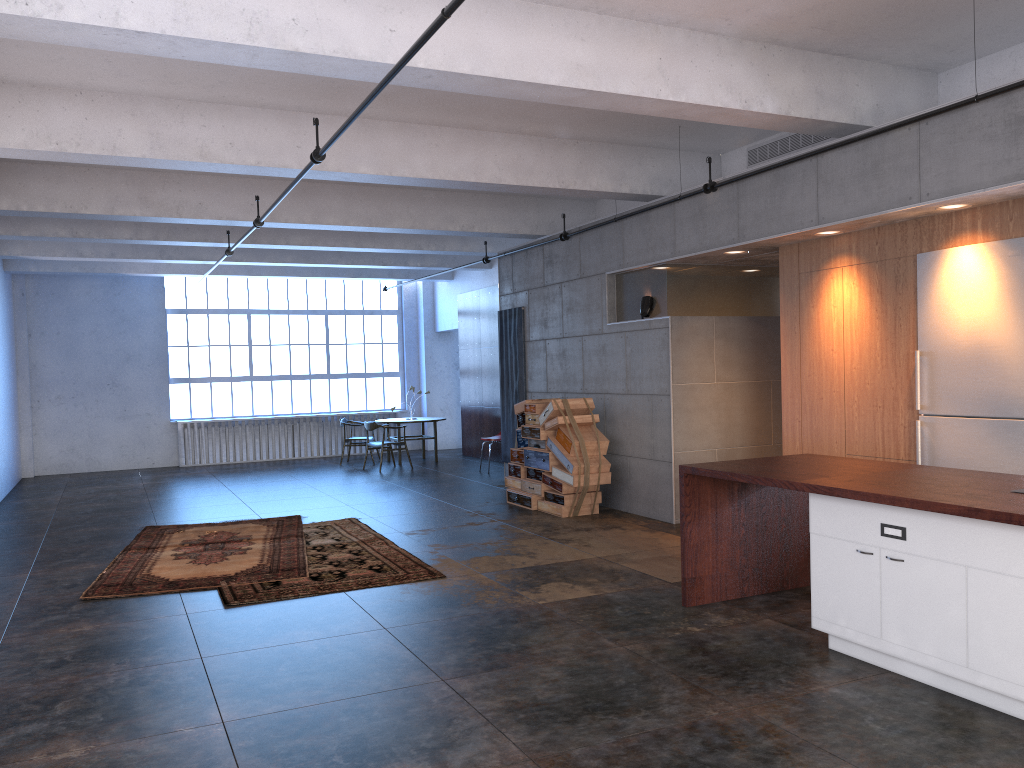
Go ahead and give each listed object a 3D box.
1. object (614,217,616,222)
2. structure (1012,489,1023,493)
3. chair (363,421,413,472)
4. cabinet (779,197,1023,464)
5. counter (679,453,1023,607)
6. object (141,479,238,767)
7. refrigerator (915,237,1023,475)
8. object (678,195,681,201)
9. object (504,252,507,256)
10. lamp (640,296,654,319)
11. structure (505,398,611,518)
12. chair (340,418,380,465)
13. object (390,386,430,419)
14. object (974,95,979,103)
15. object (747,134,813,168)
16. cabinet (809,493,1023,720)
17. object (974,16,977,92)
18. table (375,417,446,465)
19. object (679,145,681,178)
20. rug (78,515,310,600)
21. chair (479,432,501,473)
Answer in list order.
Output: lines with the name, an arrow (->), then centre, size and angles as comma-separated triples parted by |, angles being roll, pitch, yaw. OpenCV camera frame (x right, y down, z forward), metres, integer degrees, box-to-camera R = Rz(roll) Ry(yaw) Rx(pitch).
object -> 4.941, 0.313, 4.248 | 0.062, 0.053, 0.052 | -1, 2, 18
structure -> 2.817, 0.520, 4.194 | 0.520, 0.072, 0.629 | -2, 1, -25
chair -> -2.160, 1.056, 15.261 | 0.686, 0.865, 0.713 | -3, 2, -38
cabinet -> 5.257, -0.043, 5.218 | 2.418, 2.564, 7.969 | -2, 1, -25
counter -> 3.018, 1.018, 3.283 | 1.160, 0.972, 6.543 | -2, 1, -24
object -> 2.673, 1.609, 6.438 | 20.065, 0.001, 26.744 | -2, 1, -25
refrigerator -> 3.412, 0.090, 6.488 | 0.223, 2.193, 0.939 | -3, 2, -27
object -> 4.910, 0.257, 4.162 | 0.064, 0.051, 0.052 | -3, 2, -33
object -> 4.969, 0.277, 4.212 | 0.052, 0.052, 0.062 | -1, 2, 23
lamp -> 1.466, -0.823, 9.576 | 0.216, 0.259, 0.167 | -3, 2, -44
structure -> 0.462, 0.812, 10.442 | 0.648, 1.316, 1.881 | -3, 2, -25
chair -> -2.832, 1.058, 16.471 | 0.672, 0.865, 0.728 | -2, 2, 1
object -> -1.877, 0.339, 16.413 | 0.786, 0.625, 0.236 | -2, 2, -23
object -> 4.926, 0.301, 4.179 | 0.052, 0.053, 0.061 | -2, 1, -18
object -> 3.726, -1.063, 6.834 | 0.059, 2.870, 5.858 | -3, 1, -23
cabinet -> 3.258, 1.049, 2.732 | 0.937, 0.931, 5.553 | -2, 1, -24
object -> 4.876, 0.299, 4.202 | 0.050, 0.053, 0.064 | -1, 1, 13
table -> -1.864, 1.081, 16.452 | 1.294, 0.852, 1.325 | -1, 1, 19
object -> 4.898, 0.253, 4.297 | 0.058, 0.060, 0.051 | -1, 2, 9
rug -> -2.872, 1.567, 8.541 | 1.897, 0.048, 3.481 | -2, 1, -15
chair -> -0.178, 0.946, 14.471 | 0.666, 0.988, 0.420 | -3, 2, -25
